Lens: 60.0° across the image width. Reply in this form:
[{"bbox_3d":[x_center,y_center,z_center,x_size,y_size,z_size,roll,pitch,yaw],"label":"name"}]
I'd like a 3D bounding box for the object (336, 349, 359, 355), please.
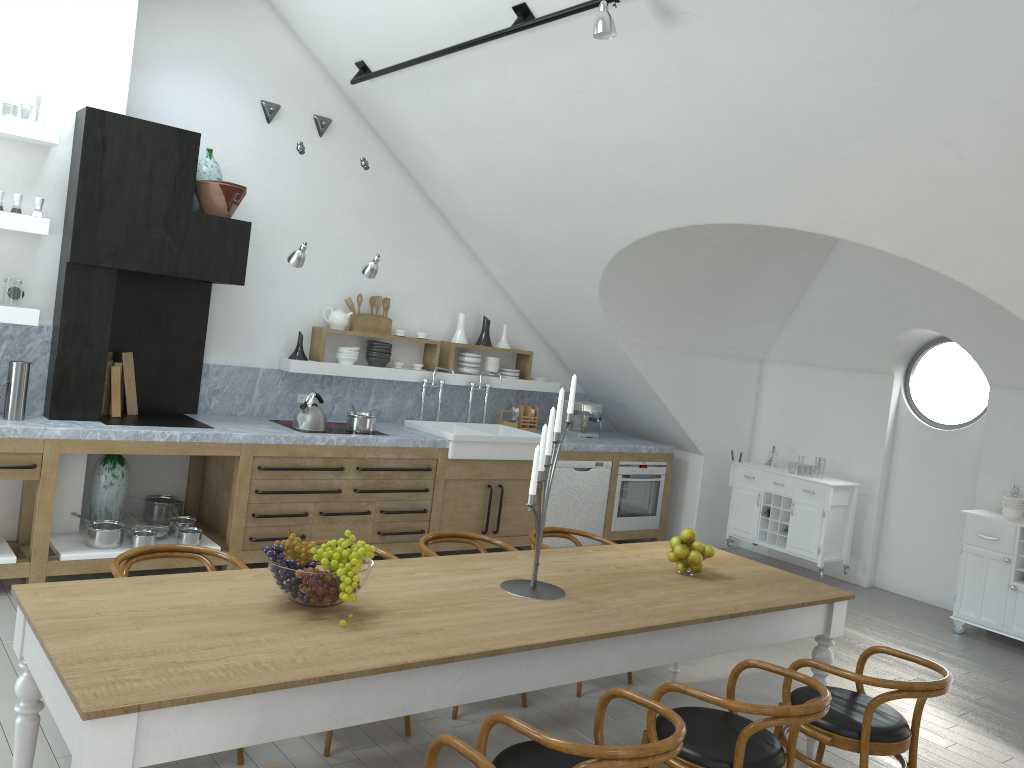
[{"bbox_3d":[-1.317,-0.237,7.088,0.181,0.069,0.181,6,3,-21],"label":"object"}]

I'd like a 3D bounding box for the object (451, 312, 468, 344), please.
[{"bbox_3d":[-0.445,-0.490,7.763,0.156,0.268,0.156,8,2,40],"label":"object"}]

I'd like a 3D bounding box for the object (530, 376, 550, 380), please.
[{"bbox_3d":[0.249,-0.047,8.347,0.214,0.025,0.213,9,4,39],"label":"object"}]

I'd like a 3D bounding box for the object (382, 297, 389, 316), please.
[{"bbox_3d":[-1.058,-0.565,7.289,0.067,0.298,0.039,6,2,-38],"label":"object"}]

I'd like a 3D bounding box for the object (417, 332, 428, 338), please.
[{"bbox_3d":[-0.763,-0.411,7.528,0.098,0.048,0.099,5,3,-41],"label":"object"}]

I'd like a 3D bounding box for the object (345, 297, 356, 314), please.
[{"bbox_3d":[-1.268,-0.567,7.144,0.199,0.259,0.016,6,2,-28],"label":"object"}]

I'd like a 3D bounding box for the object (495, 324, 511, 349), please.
[{"bbox_3d":[-0.070,-0.435,8.069,0.156,0.218,0.156,8,2,33],"label":"object"}]

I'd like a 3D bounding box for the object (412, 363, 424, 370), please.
[{"bbox_3d":[-0.801,-0.145,7.529,0.098,0.048,0.099,5,3,-41],"label":"object"}]

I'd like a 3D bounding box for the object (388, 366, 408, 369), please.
[{"bbox_3d":[-0.955,-0.134,7.411,0.163,0.012,0.164,6,3,-21],"label":"object"}]

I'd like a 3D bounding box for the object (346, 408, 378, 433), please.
[{"bbox_3d":[-1.086,0.286,6.706,0.232,0.170,0.394,8,3,32],"label":"object"}]

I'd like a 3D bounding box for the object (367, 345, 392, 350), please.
[{"bbox_3d":[-1.087,-0.278,7.266,0.205,0.084,0.206,7,3,-11],"label":"object"}]

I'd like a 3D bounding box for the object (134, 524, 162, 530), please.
[{"bbox_3d":[-2.385,0.938,5.820,0.169,0.035,0.061,5,3,-38],"label":"object"}]

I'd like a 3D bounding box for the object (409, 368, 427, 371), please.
[{"bbox_3d":[-0.804,-0.122,7.530,0.163,0.012,0.164,6,3,-21],"label":"object"}]

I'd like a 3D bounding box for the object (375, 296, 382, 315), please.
[{"bbox_3d":[-1.106,-0.569,7.247,0.057,0.299,0.019,6,2,-38],"label":"object"}]

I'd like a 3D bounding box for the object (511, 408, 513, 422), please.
[{"bbox_3d":[0.002,0.314,8.114,0.019,0.196,0.022,8,2,40],"label":"object"}]

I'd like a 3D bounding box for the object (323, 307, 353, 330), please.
[{"bbox_3d":[-1.386,-0.518,7.037,0.174,0.169,0.167,9,3,35],"label":"object"}]

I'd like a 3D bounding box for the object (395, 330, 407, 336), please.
[{"bbox_3d":[-0.931,-0.424,7.395,0.098,0.048,0.099,5,3,-41],"label":"object"}]

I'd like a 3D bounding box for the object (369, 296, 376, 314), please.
[{"bbox_3d":[-1.145,-0.574,7.242,0.061,0.299,0.040,6,2,-41],"label":"object"}]

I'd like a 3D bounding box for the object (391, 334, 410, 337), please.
[{"bbox_3d":[-0.934,-0.401,7.396,0.163,0.012,0.164,6,3,-21],"label":"object"}]

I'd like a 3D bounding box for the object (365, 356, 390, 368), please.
[{"bbox_3d":[-1.102,-0.178,7.262,0.206,0.072,0.205,9,4,39],"label":"object"}]

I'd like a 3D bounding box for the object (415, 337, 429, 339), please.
[{"bbox_3d":[-0.766,-0.387,7.528,0.163,0.012,0.164,6,3,-21],"label":"object"}]

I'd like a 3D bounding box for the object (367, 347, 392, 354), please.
[{"bbox_3d":[-1.091,-0.253,7.262,0.206,0.072,0.205,9,4,39],"label":"object"}]

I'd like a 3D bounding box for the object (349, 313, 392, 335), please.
[{"bbox_3d":[-1.149,-0.495,7.235,0.353,0.157,0.084,5,3,-38],"label":"object"}]

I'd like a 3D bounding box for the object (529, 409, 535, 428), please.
[{"bbox_3d":[0.186,0.327,8.248,0.040,0.192,0.042,7,1,12],"label":"object"}]

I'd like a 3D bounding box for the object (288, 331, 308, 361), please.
[{"bbox_3d":[-1.641,-0.299,6.853,0.156,0.218,0.156,8,2,33],"label":"object"}]

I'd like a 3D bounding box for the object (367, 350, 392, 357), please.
[{"bbox_3d":[-1.090,-0.231,7.258,0.205,0.086,0.205,7,3,4],"label":"object"}]

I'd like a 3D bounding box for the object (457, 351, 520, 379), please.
[{"bbox_3d":[-0.200,-0.164,7.969,0.656,0.196,0.198,5,3,-39],"label":"object"}]

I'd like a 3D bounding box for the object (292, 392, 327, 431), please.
[{"bbox_3d":[-1.450,0.191,6.404,0.246,0.267,0.247,6,2,-28],"label":"object"}]

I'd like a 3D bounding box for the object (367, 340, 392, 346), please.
[{"bbox_3d":[-1.086,-0.306,7.266,0.205,0.080,0.206,5,3,-36],"label":"object"}]

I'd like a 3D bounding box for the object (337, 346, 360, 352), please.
[{"bbox_3d":[-1.312,-0.266,7.088,0.181,0.076,0.181,7,3,-1],"label":"object"}]

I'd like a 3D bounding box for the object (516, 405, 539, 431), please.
[{"bbox_3d":[0.137,0.312,8.258,0.200,0.223,0.104,5,2,-38],"label":"object"}]

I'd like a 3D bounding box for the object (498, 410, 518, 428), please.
[{"bbox_3d":[-0.034,0.325,8.112,0.172,0.171,0.100,5,2,-37],"label":"object"}]

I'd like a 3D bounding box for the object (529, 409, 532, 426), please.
[{"bbox_3d":[0.174,0.327,8.276,0.018,0.196,0.023,6,1,-31],"label":"object"}]

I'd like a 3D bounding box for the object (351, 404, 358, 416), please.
[{"bbox_3d":[-1.166,0.251,6.682,0.051,0.167,0.236,6,3,-43],"label":"object"}]

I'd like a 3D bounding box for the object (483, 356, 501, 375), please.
[{"bbox_3d":[-0.185,-0.163,7.950,0.157,0.160,0.154,7,2,-10],"label":"object"}]

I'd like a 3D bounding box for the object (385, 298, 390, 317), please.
[{"bbox_3d":[-1.040,-0.565,7.326,0.057,0.294,0.030,6,2,-38],"label":"object"}]

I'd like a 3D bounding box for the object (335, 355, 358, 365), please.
[{"bbox_3d":[-1.324,-0.192,7.088,0.181,0.063,0.181,6,3,-16],"label":"object"}]

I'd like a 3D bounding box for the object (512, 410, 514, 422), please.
[{"bbox_3d":[0.008,0.325,8.096,0.019,0.178,0.044,7,1,17],"label":"object"}]

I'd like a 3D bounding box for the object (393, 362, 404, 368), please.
[{"bbox_3d":[-0.952,-0.157,7.410,0.098,0.048,0.099,5,3,-41],"label":"object"}]

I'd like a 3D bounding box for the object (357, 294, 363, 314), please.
[{"bbox_3d":[-1.239,-0.583,7.168,0.055,0.299,0.028,6,2,-38],"label":"object"}]

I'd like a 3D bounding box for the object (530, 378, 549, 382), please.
[{"bbox_3d":[0.248,-0.038,8.347,0.214,0.025,0.213,9,4,39],"label":"object"}]

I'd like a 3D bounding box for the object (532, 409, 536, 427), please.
[{"bbox_3d":[0.196,0.330,8.273,0.022,0.196,0.019,6,2,-37],"label":"object"}]

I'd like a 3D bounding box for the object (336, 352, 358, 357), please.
[{"bbox_3d":[-1.322,-0.214,7.087,0.181,0.065,0.181,7,3,-1],"label":"object"}]

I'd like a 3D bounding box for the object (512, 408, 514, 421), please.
[{"bbox_3d":[0.005,0.314,8.125,0.018,0.196,0.020,6,1,-29],"label":"object"}]

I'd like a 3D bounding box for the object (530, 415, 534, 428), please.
[{"bbox_3d":[0.191,0.330,8.264,0.018,0.196,0.020,7,1,-16],"label":"object"}]

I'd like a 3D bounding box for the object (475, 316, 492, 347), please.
[{"bbox_3d":[-0.237,-0.473,7.923,0.156,0.268,0.156,6,2,-34],"label":"object"}]

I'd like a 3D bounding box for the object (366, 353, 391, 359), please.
[{"bbox_3d":[-1.099,-0.204,7.262,0.205,0.086,0.205,7,3,-1],"label":"object"}]
